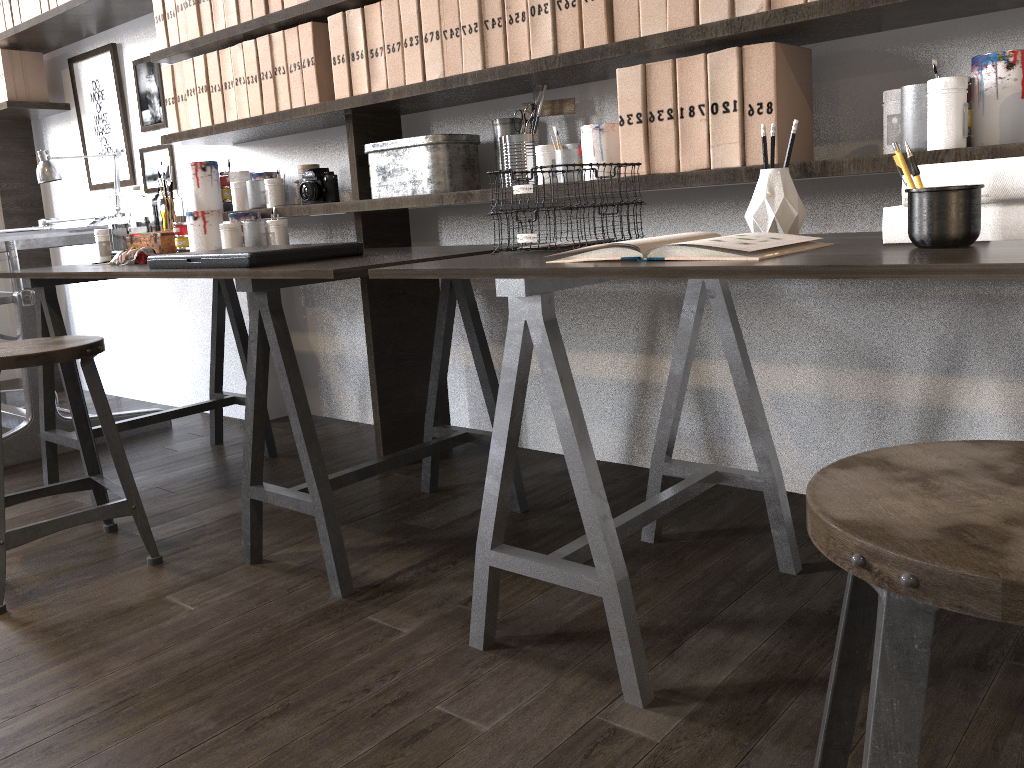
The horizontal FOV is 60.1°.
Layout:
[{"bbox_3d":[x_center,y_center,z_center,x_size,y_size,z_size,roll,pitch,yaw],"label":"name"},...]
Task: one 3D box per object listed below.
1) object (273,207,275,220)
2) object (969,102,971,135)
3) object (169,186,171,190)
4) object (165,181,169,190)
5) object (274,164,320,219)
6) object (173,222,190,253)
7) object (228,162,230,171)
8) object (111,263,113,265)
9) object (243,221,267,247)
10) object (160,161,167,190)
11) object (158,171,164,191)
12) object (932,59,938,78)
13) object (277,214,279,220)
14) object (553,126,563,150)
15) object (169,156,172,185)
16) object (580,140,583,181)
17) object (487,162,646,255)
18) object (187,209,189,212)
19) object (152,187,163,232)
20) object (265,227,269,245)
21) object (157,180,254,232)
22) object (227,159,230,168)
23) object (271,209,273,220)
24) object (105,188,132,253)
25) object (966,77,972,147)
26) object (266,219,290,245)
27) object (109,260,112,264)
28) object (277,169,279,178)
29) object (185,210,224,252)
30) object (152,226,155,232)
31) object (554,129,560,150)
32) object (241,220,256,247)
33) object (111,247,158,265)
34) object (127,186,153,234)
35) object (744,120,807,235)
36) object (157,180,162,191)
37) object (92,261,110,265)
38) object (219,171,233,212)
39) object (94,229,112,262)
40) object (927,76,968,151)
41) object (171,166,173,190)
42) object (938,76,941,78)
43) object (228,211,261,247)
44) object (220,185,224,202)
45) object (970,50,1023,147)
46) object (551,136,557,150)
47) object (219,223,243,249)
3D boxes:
[{"bbox_3d":[-0.713,-0.463,2.651,0.029,0.132,0.004,2,11,36],"label":"object"},{"bbox_3d":[0.793,-0.462,1.588,0.054,0.100,0.054,4,12,40],"label":"object"},{"bbox_3d":[-1.060,-0.603,2.743,0.006,0.017,0.006,-5,9,-8],"label":"object"},{"bbox_3d":[-1.060,-0.557,2.766,0.005,0.151,0.044,-2,9,11],"label":"object"},{"bbox_3d":[-0.661,-0.603,2.766,0.107,0.160,0.238,-3,10,6],"label":"object"},{"bbox_3d":[-0.989,-0.432,2.667,0.050,0.111,0.049,3,11,37],"label":"object"},{"bbox_3d":[-0.997,-0.698,3.110,0.005,0.161,0.041,2,10,33],"label":"object"},{"bbox_3d":[-1.177,-0.361,2.637,0.008,0.006,0.120,-5,11,-8],"label":"object"},{"bbox_3d":[-0.751,-0.427,2.590,0.062,0.093,0.064,-4,9,0],"label":"object"},{"bbox_3d":[-1.074,-0.583,2.751,0.007,0.212,0.055,-6,9,-14],"label":"object"},{"bbox_3d":[-1.078,-0.575,2.770,0.071,0.185,0.008,4,12,41],"label":"object"},{"bbox_3d":[0.774,-0.500,1.590,0.041,0.167,0.009,4,12,44],"label":"object"},{"bbox_3d":[-0.709,-0.459,2.669,0.035,0.102,0.004,2,10,33],"label":"object"},{"bbox_3d":[0.118,-0.535,2.051,0.041,0.124,0.008,1,10,29],"label":"object"},{"bbox_3d":[-1.063,-0.596,2.770,0.021,0.226,0.007,-10,11,-37],"label":"object"},{"bbox_3d":[0.182,-0.519,2.066,0.045,0.100,0.044,4,12,43],"label":"object"},{"bbox_3d":[0.112,-0.346,1.743,0.204,0.159,0.286,5,14,40],"label":"object"},{"bbox_3d":[-0.991,-0.468,2.741,0.033,0.146,0.005,4,11,41],"label":"object"},{"bbox_3d":[-1.155,-0.539,2.947,0.069,0.228,0.068,3,11,37],"label":"object"},{"bbox_3d":[-0.727,-0.435,2.672,0.054,0.079,0.054,4,12,41],"label":"object"},{"bbox_3d":[-0.949,-0.571,2.830,0.346,0.145,0.077,-9,11,-26],"label":"object"},{"bbox_3d":[-0.997,-0.700,3.120,0.005,0.183,0.034,2,10,34],"label":"object"},{"bbox_3d":[-0.722,-0.463,2.652,0.036,0.117,0.005,2,11,35],"label":"object"},{"bbox_3d":[-1.256,-0.509,2.831,0.069,0.228,0.068,3,11,37],"label":"object"},{"bbox_3d":[0.768,-0.462,1.529,0.045,0.127,0.044,4,12,41],"label":"object"},{"bbox_3d":[-0.684,-0.433,2.596,0.062,0.094,0.062,-4,9,0],"label":"object"},{"bbox_3d":[-1.186,-0.369,2.636,0.011,0.017,0.173,-7,12,-17],"label":"object"},{"bbox_3d":[-0.763,-0.639,2.889,0.005,0.117,0.036,-8,10,-28],"label":"object"},{"bbox_3d":[-0.914,-0.448,2.651,0.105,0.140,0.105,2,11,33],"label":"object"},{"bbox_3d":[-1.222,-0.481,2.994,0.068,0.103,0.069,3,12,36],"label":"object"},{"bbox_3d":[0.112,-0.527,2.052,0.028,0.126,0.004,3,11,39],"label":"object"},{"bbox_3d":[-0.781,-0.436,2.639,0.045,0.100,0.044,4,12,40],"label":"object"},{"bbox_3d":[-1.097,-0.373,2.571,0.132,0.050,0.198,-8,12,-19],"label":"object"},{"bbox_3d":[-1.210,-0.526,2.883,0.069,0.235,0.068,3,11,37],"label":"object"},{"bbox_3d":[0.473,-0.365,1.592,0.101,0.207,0.102,-5,9,-4],"label":"object"},{"bbox_3d":[-1.079,-0.559,2.761,0.005,0.152,0.037,2,11,36],"label":"object"},{"bbox_3d":[-1.185,-0.364,2.629,0.006,0.006,0.158,0,12,20],"label":"object"},{"bbox_3d":[-0.974,-0.659,3.047,0.050,0.138,0.051,3,11,38],"label":"object"},{"bbox_3d":[-1.313,-0.451,2.875,0.068,0.103,0.069,5,13,45],"label":"object"},{"bbox_3d":[0.728,-0.450,1.482,0.062,0.118,0.062,-4,9,1],"label":"object"},{"bbox_3d":[-1.061,-0.580,2.760,0.055,0.191,0.006,3,11,39],"label":"object"},{"bbox_3d":[0.788,-0.493,1.602,0.004,0.129,0.035,-11,11,-41],"label":"object"},{"bbox_3d":[-0.809,-0.459,2.701,0.095,0.127,0.094,5,13,44],"label":"object"},{"bbox_3d":[-1.012,-0.654,3.107,0.061,0.110,0.062,4,12,39],"label":"object"},{"bbox_3d":[0.835,-0.479,1.510,0.095,0.160,0.094,3,12,37],"label":"object"},{"bbox_3d":[0.108,-0.519,2.036,0.035,0.102,0.004,3,11,36],"label":"object"},{"bbox_3d":[-0.821,-0.423,2.593,0.062,0.094,0.062,-5,9,-9],"label":"object"}]
